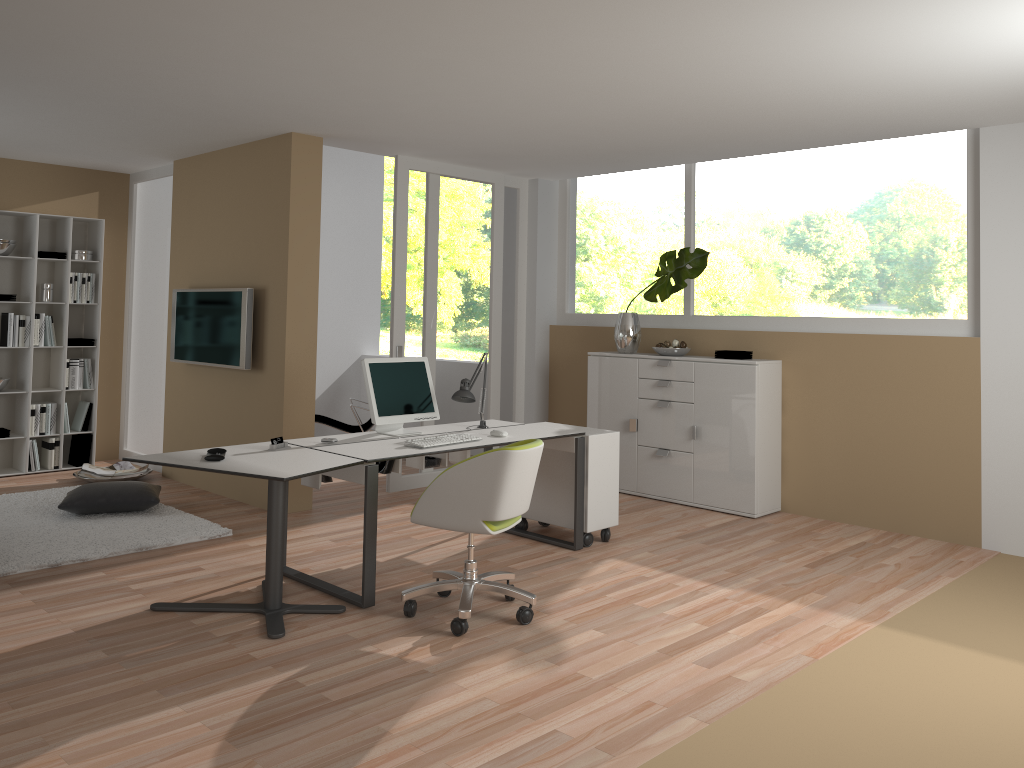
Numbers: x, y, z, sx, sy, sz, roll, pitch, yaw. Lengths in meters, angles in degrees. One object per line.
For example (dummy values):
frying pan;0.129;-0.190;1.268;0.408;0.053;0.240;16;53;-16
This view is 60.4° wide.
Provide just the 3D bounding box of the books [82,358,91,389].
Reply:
books;-3.724;-0.094;7.651;0.208;0.261;0.060;1;-1;45

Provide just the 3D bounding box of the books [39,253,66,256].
books;-3.966;-1.096;7.482;0.298;0.006;0.210;5;6;40

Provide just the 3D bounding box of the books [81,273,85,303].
books;-3.749;-0.830;7.628;0.208;0.260;0.020;1;-2;44

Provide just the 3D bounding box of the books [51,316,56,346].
books;-3.929;-0.453;7.478;0.208;0.259;0.058;1;-1;44

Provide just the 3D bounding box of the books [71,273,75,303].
books;-3.813;-0.827;7.571;0.207;0.260;0.020;1;-2;44

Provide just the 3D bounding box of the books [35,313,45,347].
books;-3.988;-0.457;7.407;0.207;0.277;0.040;1;-2;44

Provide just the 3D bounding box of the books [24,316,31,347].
books;-4.060;-0.440;7.318;0.207;0.253;0.040;1;-2;44

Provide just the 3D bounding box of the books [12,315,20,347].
books;-4.117;-0.440;7.258;0.208;0.260;0.040;1;-2;44

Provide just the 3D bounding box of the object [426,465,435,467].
object;-0.524;0.486;5.322;0.133;0.002;0.119;5;6;44

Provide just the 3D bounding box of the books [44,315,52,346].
books;-3.951;-0.450;7.439;0.208;0.261;0.060;1;-2;44

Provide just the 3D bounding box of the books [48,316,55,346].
books;-3.930;-0.449;7.455;0.208;0.259;0.058;1;-1;45

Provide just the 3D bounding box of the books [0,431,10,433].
books;-4.257;0.387;7.116;0.211;0.008;0.297;5;6;44

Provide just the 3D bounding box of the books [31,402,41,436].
books;-3.998;0.291;7.354;0.207;0.260;0.040;1;-2;44

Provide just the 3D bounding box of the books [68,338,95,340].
books;-3.787;-0.391;7.640;0.298;0.006;0.210;5;6;44

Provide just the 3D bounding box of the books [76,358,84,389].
books;-3.763;-0.092;7.617;0.207;0.260;0.040;1;-2;44

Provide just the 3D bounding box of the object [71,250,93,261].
object;-3.754;-1.116;7.668;0.191;0.090;0.192;1;3;-4

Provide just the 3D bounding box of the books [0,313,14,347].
books;-4.146;-0.447;7.228;0.208;0.277;0.040;1;-2;45

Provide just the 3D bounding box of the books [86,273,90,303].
books;-3.722;-0.832;7.661;0.208;0.260;0.020;1;-2;44

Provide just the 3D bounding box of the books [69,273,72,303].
books;-3.823;-0.825;7.551;0.208;0.260;0.020;1;-2;44

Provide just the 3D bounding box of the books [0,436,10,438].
books;-4.256;0.427;7.112;0.210;0.006;0.297;5;6;44

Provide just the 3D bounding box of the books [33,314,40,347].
books;-4.020;-0.453;7.373;0.207;0.274;0.053;1;-2;44

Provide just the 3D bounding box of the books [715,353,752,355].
books;1.636;-0.221;6.501;0.157;0.006;0.222;-3;6;-44

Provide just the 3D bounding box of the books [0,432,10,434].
books;-4.257;0.393;7.116;0.211;0.008;0.297;5;6;44

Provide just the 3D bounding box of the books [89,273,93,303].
books;-3.708;-0.833;7.677;0.208;0.260;0.020;1;-2;44

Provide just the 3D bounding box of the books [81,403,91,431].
books;-3.730;0.281;7.664;0.211;0.239;0.043;2;-1;45

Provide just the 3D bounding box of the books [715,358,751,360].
books;1.635;-0.187;6.500;0.222;0.007;0.157;5;6;44

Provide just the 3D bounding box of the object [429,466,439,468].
object;-0.526;0.494;5.320;0.133;0.002;0.119;5;6;44

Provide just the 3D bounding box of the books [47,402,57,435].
books;-3.909;0.286;7.443;0.208;0.260;0.040;1;-2;44

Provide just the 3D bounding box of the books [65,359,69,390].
books;-3.842;-0.087;7.522;0.208;0.260;0.040;1;-2;44

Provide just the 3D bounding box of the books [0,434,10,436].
books;-4.255;0.409;7.114;0.210;0.006;0.297;5;6;44

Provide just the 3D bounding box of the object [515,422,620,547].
object;0.334;0.620;5.560;0.622;0.678;0.307;2;-1;44

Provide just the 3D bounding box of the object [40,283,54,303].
object;-3.926;-0.769;7.431;0.093;0.162;0.093;2;-1;-31

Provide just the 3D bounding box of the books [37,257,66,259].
books;-3.965;-1.067;7.482;0.298;0.006;0.210;5;6;39

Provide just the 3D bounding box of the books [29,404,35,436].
books;-4.022;0.293;7.320;0.208;0.260;0.040;1;-2;44

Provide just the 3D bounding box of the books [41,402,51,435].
books;-3.939;0.288;7.412;0.208;0.260;0.040;1;-2;45

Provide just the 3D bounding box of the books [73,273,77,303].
books;-3.797;-0.827;7.585;0.208;0.260;0.020;1;-2;44

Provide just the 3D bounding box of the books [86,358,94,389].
books;-3.705;-0.095;7.669;0.208;0.261;0.060;1;-2;44

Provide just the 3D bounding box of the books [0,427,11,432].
books;-4.252;0.377;7.117;0.210;0.006;0.297;5;6;44

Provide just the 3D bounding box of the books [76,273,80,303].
books;-3.783;-0.828;7.600;0.208;0.260;0.020;1;-2;44

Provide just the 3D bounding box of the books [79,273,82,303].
books;-3.768;-0.829;7.616;0.208;0.260;0.020;1;-2;44

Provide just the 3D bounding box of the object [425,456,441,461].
object;-0.515;0.450;5.332;0.133;0.002;0.119;5;6;44

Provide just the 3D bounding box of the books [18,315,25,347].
books;-4.084;-0.441;7.284;0.208;0.260;0.040;1;-2;44

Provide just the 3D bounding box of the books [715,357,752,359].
books;1.636;-0.193;6.500;0.222;0.006;0.157;5;6;44

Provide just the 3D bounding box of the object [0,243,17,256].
object;-4.229;-1.098;7.206;0.299;0.107;0.299;2;4;9

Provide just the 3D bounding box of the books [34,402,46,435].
books;-3.967;0.290;7.382;0.208;0.260;0.040;1;-2;44

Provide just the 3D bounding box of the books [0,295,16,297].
books;-4.236;-0.720;7.167;0.211;0.008;0.297;5;6;44

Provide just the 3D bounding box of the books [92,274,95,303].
books;-3.693;-0.834;7.692;0.208;0.260;0.020;1;-2;44

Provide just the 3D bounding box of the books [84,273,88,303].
books;-3.739;-0.831;7.647;0.207;0.260;0.020;1;-2;44

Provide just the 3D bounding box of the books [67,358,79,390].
books;-3.796;-0.089;7.563;0.208;0.260;0.076;1;-1;45
